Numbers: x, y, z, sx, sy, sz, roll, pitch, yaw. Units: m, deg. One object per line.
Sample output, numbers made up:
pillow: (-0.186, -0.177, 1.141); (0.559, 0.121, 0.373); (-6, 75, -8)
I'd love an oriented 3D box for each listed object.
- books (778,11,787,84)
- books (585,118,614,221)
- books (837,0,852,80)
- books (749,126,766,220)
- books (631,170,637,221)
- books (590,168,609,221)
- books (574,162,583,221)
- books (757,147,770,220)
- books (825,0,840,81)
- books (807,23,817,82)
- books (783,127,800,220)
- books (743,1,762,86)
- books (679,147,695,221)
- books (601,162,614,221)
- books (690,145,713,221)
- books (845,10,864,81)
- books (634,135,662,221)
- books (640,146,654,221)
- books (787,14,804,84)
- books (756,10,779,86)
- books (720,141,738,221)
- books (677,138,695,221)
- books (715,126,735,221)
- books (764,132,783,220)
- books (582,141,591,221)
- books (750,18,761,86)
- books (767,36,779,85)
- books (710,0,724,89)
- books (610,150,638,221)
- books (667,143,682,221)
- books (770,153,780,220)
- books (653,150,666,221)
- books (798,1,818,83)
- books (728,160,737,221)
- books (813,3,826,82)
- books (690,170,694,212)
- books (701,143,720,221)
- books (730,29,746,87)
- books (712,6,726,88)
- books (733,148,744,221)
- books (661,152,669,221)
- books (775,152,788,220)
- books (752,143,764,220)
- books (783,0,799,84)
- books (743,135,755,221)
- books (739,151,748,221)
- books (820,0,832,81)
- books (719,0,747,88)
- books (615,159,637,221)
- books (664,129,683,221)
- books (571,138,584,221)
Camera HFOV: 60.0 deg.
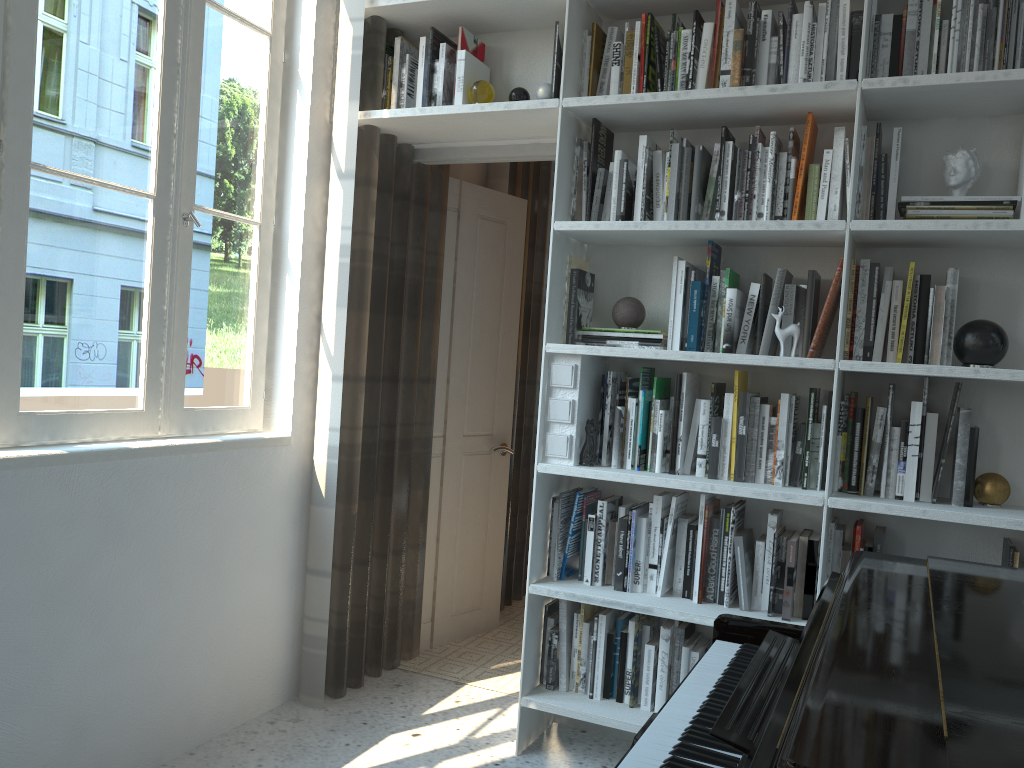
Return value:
books: (0.801, -0.943, 2.613); (0.035, 0.261, 0.131); (5, 2, 24)
books: (0.279, -0.651, 2.815); (0.012, 0.334, 0.184); (5, 2, 24)
books: (0.949, -0.933, 2.525); (0.035, 0.264, 0.177); (5, 2, 24)
books: (0.733, -0.601, 2.651); (0.011, 0.304, 0.130); (5, 2, 24)
books: (0.410, -0.568, 2.804); (0.021, 0.188, 0.129); (5, 2, 24)
books: (0.299, -0.573, 2.814); (0.037, 0.182, 0.189); (5, 2, 24)
books: (0.244, -0.591, 2.853); (0.026, 0.209, 0.155); (5, 2, 24)
books: (0.760, -0.568, 2.644); (0.028, 0.242, 0.131); (5, 2, 24)
books: (0.925, -0.948, 2.539); (0.022, 0.289, 0.169); (5, 2, 24)
books: (0.876, -0.910, 2.569); (0.013, 0.206, 0.172); (5, 2, 24)
books: (0.822, -0.589, 2.609); (0.015, 0.293, 0.144); (5, 2, 24)
books: (0.721, -0.962, 2.642); (0.025, 0.286, 0.161); (5, 2, 24)
books: (0.546, -0.582, 2.704); (0.024, 0.237, 0.167); (5, 2, 24)
books: (0.329, -0.585, 2.820); (0.042, 0.209, 0.143); (5, 2, 24)
books: (0.580, -0.582, 2.698); (0.023, 0.242, 0.184); (5, 2, 24)
books: (0.970, -0.900, 2.488); (0.039, 0.202, 0.236); (5, 2, 24)
books: (0.424, -0.614, 2.773); (0.023, 0.281, 0.174); (5, 2, 24)
books: (0.435, -0.595, 2.759); (0.011, 0.246, 0.176); (5, 2, 24)
books: (0.831, -0.926, 2.576); (0.030, 0.231, 0.172); (5, 2, 24)
books: (0.757, -0.947, 2.629); (0.029, 0.261, 0.157); (5, 2, 24)
books: (0.659, -0.583, 2.674); (0.021, 0.256, 0.156); (5, 2, 24)
books: (0.538, -0.600, 2.726); (0.011, 0.271, 0.157); (5, 2, 24)
books: (0.641, -0.606, 2.671); (0.013, 0.300, 0.151); (5, 2, 24)
books: (0.769, -0.583, 2.608); (0.015, 0.275, 0.157); (5, 2, 24)
books: (0.261, -0.618, 2.827); (0.027, 0.266, 0.176); (5, 2, 24)
books: (0.732, -0.934, 2.625); (0.013, 0.232, 0.171); (5, 2, 24)
books: (0.777, -0.908, 2.619); (0.022, 0.186, 0.136); (5, 2, 24)
books: (0.629, -0.978, 2.683); (0.014, 0.304, 0.151); (5, 2, 24)
books: (0.353, -0.596, 2.792); (0.022, 0.235, 0.177); (5, 2, 24)
books: (0.515, -0.589, 2.717); (0.021, 0.247, 0.189); (5, 2, 24)
books: (0.784, -0.554, 2.616); (0.012, 0.217, 0.160); (5, 2, 24)
books: (0.472, -0.591, 2.768); (0.049, 0.243, 0.139); (5, 2, 24)
books: (0.856, -0.940, 2.564); (0.022, 0.263, 0.174); (5, 2, 24)
books: (0.677, -0.556, 2.667); (0.021, 0.205, 0.130); (5, 2, 24)
books: (0.899, -0.938, 2.569); (0.024, 0.266, 0.155); (5, 2, 24)
books: (0.571, -0.564, 2.722); (0.010, 0.204, 0.139); (5, 2, 24)
books: (0.620, -0.586, 2.700); (0.047, 0.256, 0.141); (5, 2, 24)
books: (0.682, -0.919, 2.630); (0.029, 0.195, 0.192); (5, 2, 24)
books: (0.637, -0.961, 2.660); (0.023, 0.271, 0.187); (5, 2, 24)
books: (0.687, -0.567, 2.646); (0.013, 0.229, 0.177); (5, 2, 24)
books: (0.493, -0.582, 2.738); (0.014, 0.230, 0.148); (5, 2, 24)
books: (0.801, -0.554, 2.614); (0.021, 0.221, 0.148); (5, 2, 24)
books: (0.739, -0.574, 2.643); (0.011, 0.252, 0.139); (5, 2, 24)
books: (0.816, -0.952, 2.587); (0.012, 0.281, 0.188); (5, 2, 24)
books: (0.715, -0.586, 2.642); (0.012, 0.272, 0.145); (5, 2, 24)
books: (0.704, -0.565, 2.652); (0.013, 0.228, 0.151); (5, 2, 24)
books: (0.904, -0.950, 2.534); (0.012, 0.291, 0.182); (5, 2, 24)
books: (0.660, -0.966, 2.644); (0.030, 0.286, 0.185); (5, 2, 24)
books: (0.370, -0.578, 2.773); (0.028, 0.204, 0.188); (5, 2, 24)
books: (0.506, -0.613, 2.730); (0.011, 0.293, 0.183); (5, 2, 24)
books: (0.233, -0.631, 2.867); (0.012, 0.285, 0.159); (5, 2, 24)
